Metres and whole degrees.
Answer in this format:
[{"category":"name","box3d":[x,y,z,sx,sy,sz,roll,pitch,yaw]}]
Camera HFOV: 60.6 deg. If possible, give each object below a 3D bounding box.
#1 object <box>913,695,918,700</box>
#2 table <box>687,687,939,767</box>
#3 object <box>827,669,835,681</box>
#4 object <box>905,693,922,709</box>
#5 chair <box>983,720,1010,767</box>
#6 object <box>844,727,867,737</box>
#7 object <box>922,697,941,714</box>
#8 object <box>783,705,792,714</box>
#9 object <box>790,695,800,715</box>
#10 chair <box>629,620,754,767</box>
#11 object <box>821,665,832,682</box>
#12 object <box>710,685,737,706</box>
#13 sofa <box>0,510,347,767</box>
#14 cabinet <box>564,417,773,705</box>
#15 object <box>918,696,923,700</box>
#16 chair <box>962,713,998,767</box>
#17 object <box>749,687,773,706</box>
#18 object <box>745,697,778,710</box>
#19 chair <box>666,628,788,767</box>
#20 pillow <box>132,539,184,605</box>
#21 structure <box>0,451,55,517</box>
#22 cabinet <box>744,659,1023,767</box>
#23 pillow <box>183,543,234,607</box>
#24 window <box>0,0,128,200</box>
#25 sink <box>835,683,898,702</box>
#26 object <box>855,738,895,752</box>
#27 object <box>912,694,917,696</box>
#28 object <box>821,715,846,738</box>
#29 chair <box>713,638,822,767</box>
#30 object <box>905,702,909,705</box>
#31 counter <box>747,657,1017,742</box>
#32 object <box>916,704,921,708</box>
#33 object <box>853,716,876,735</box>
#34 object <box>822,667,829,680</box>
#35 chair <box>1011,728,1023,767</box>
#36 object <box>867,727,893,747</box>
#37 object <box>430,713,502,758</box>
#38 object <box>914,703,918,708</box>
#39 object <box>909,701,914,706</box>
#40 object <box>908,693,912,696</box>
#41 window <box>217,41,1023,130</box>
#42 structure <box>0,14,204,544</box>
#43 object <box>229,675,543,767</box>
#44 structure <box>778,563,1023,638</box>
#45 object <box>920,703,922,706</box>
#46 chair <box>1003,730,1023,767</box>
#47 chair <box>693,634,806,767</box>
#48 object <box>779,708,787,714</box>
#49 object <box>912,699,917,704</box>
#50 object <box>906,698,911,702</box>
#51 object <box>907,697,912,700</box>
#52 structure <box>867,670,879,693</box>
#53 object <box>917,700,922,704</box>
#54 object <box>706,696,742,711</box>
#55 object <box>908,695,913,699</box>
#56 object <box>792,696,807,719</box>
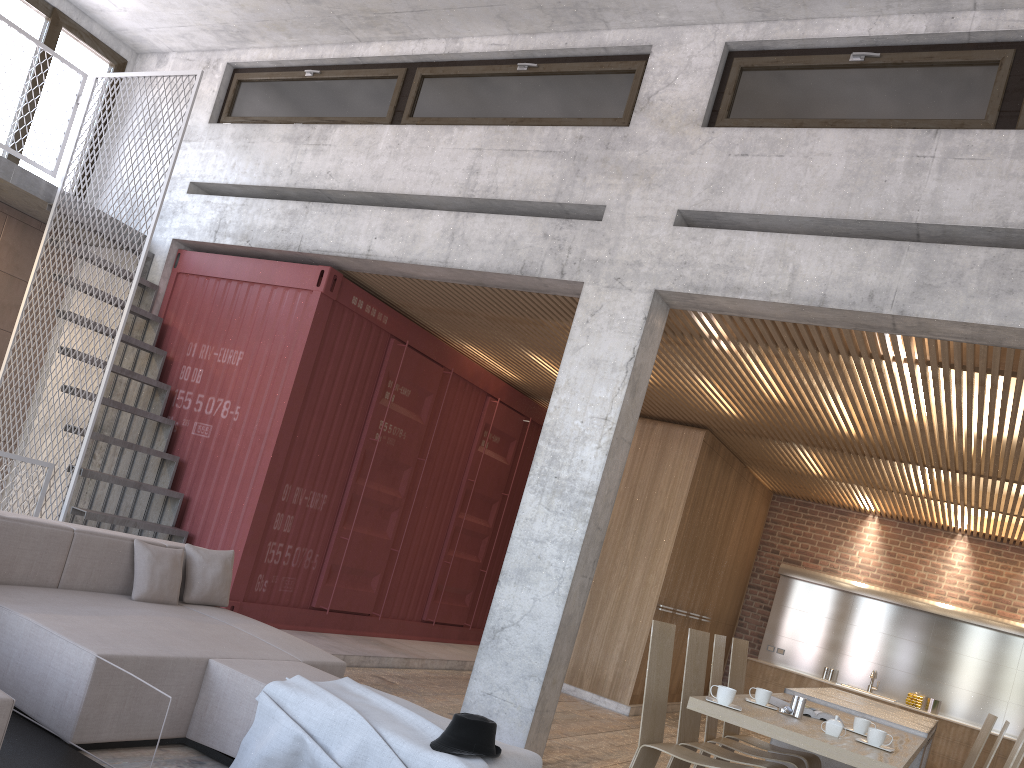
[{"category":"object","box3d":[5.039,3.915,10.946,0.064,0.052,0.052,18,-7,-12]},{"category":"table","box3d":[2.375,2.826,6.402,0.997,0.910,5.344,12,-11,30]},{"category":"object","box3d":[4.225,3.855,11.620,0.059,0.158,0.061,13,-5,45]},{"category":"object","box3d":[5.052,3.959,11.004,0.186,0.172,0.213,12,-8,30]},{"category":"chair","box3d":[2.334,2.418,5.099,0.711,1.182,0.357,14,-4,30]},{"category":"object","box3d":[2.005,2.011,5.049,0.183,0.014,0.190,6,-14,42]},{"category":"object","box3d":[5.305,4.065,11.090,0.188,0.168,0.196,10,-9,41]},{"category":"object","box3d":[1.539,1.820,4.900,0.052,0.045,0.050,22,-9,-41]},{"category":"object","box3d":[1.595,1.811,4.940,0.053,0.108,0.052,17,-4,-15]},{"category":"chair","box3d":[0.986,1.956,4.720,0.710,1.182,0.358,13,-4,33]},{"category":"object","box3d":[4.200,3.832,11.638,0.142,0.208,0.054,13,-4,30]},{"category":"object","box3d":[1.072,1.581,4.448,0.118,0.087,0.093,18,-7,-16]},{"category":"sofa","box3d":[-1.635,1.212,3.801,2.968,0.776,3.088,10,-12,30]},{"category":"cabinet","box3d":[1.927,2.420,11.467,1.494,3.090,3.865,14,-8,30]},{"category":"object","box3d":[5.107,3.923,10.956,0.060,0.059,0.050,19,-7,-25]},{"category":"chair","box3d":[2.513,2.561,5.571,0.712,1.182,0.357,14,-4,24]},{"category":"object","box3d":[1.437,1.806,5.063,0.118,0.087,0.093,18,-7,-16]},{"category":"object","box3d":[1.438,1.850,5.066,0.183,0.014,0.190,13,-11,16]},{"category":"chair","box3d":[1.269,2.117,5.133,0.710,1.182,0.358,13,-4,35]},{"category":"pillow","box3d":[-2.069,1.118,5.131,0.184,0.354,0.381,14,-7,30]},{"category":"structure","box3d":[-5.456,0.249,5.237,1.899,0.922,4.562,11,-11,30]},{"category":"cabinet","box3d":[5.230,3.790,11.266,4.057,2.051,1.104,11,-6,29]},{"category":"pillow","box3d":[-1.897,1.199,5.487,0.185,0.362,0.373,13,-7,35]},{"category":"window","box3d":[-4.947,-2.946,7.219,0.108,1.725,3.673,15,-9,31]},{"category":"sink","box3d":[4.541,4.061,11.292,0.719,0.189,0.538,10,-11,30]},{"category":"object","box3d":[1.894,1.887,4.577,0.182,0.014,0.191,9,-13,33]},{"category":"object","box3d":[5.059,3.919,11.015,0.064,0.053,0.051,19,-7,-23]},{"category":"object","box3d":[1.656,1.757,4.505,0.121,0.110,0.091,14,-6,21]},{"category":"chair","box3d":[1.749,2.426,6.007,0.710,1.182,0.358,13,-4,35]},{"category":"object","box3d":[4.983,4.000,11.014,0.074,0.062,0.064,17,-7,-5]},{"category":"counter","box3d":[5.031,4.079,11.065,4.020,0.020,0.673,10,-12,29]},{"category":"object","box3d":[5.060,4.004,10.912,0.062,0.051,0.054,14,-7,14]},{"category":"object","box3d":[2.024,1.977,5.055,0.116,0.087,0.095,16,-7,4]},{"category":"object","box3d":[4.165,3.844,11.655,0.059,0.158,0.061,13,-5,45]},{"category":"chair","box3d":[2.173,2.278,4.617,0.712,1.182,0.357,14,-4,25]},{"category":"object","box3d":[1.912,1.853,4.584,0.117,0.087,0.094,17,-7,-6]},{"category":"object","box3d":[-0.180,1.475,3.694,0.295,0.167,0.310,13,-9,17]},{"category":"object","box3d":[5.063,4.019,10.971,0.060,0.055,0.052,14,-7,20]},{"category":"object","box3d":[4.987,3.992,10.956,0.064,0.052,0.051,18,-7,-17]},{"category":"object","box3d":[5.017,3.918,11.057,0.052,0.051,0.064,13,-8,23]},{"category":"window","box3d":[0.854,-2.056,6.225,8.317,0.603,0.116,10,-5,29]},{"category":"structure","box3d":[-4.314,-0.796,6.496,2.991,4.266,3.787,13,-7,30]},{"category":"object","box3d":[-0.391,1.708,3.778,1.073,0.496,1.578,24,-13,-41]},{"category":"structure","box3d":[5.495,2.900,11.314,4.020,0.155,0.214,10,-10,29]},{"category":"object","box3d":[5.106,4.010,10.992,0.061,0.053,0.053,15,-7,12]},{"category":"chair","box3d":[1.901,2.118,4.198,0.711,1.182,0.357,14,-4,30]},{"category":"chair","box3d":[1.513,2.272,5.568,0.711,1.182,0.357,14,-4,27]},{"category":"object","box3d":[1.523,1.832,4.920,0.050,0.019,0.052,14,-10,13]},{"category":"object","box3d":[5.020,3.961,10.941,0.060,0.054,0.052,9,-9,44]},{"category":"object","box3d":[4.958,3.957,10.971,0.060,0.053,0.054,10,-9,42]},{"category":"object","box3d":[5.002,3.956,11.034,0.061,0.053,0.053,11,-8,37]},{"category":"structure","box3d":[4.707,3.977,11.469,0.113,0.471,0.255,15,-5,30]},{"category":"object","box3d":[5.081,3.963,10.938,0.060,0.053,0.054,13,-7,21]},{"category":"object","box3d":[1.073,1.625,4.450,0.183,0.014,0.190,13,-11,16]},{"category":"object","box3d":[4.994,3.922,10.984,0.054,0.051,0.062,18,-7,-12]},{"category":"object","box3d":[1.602,1.800,4.882,0.053,0.110,0.052,17,-4,-15]}]
